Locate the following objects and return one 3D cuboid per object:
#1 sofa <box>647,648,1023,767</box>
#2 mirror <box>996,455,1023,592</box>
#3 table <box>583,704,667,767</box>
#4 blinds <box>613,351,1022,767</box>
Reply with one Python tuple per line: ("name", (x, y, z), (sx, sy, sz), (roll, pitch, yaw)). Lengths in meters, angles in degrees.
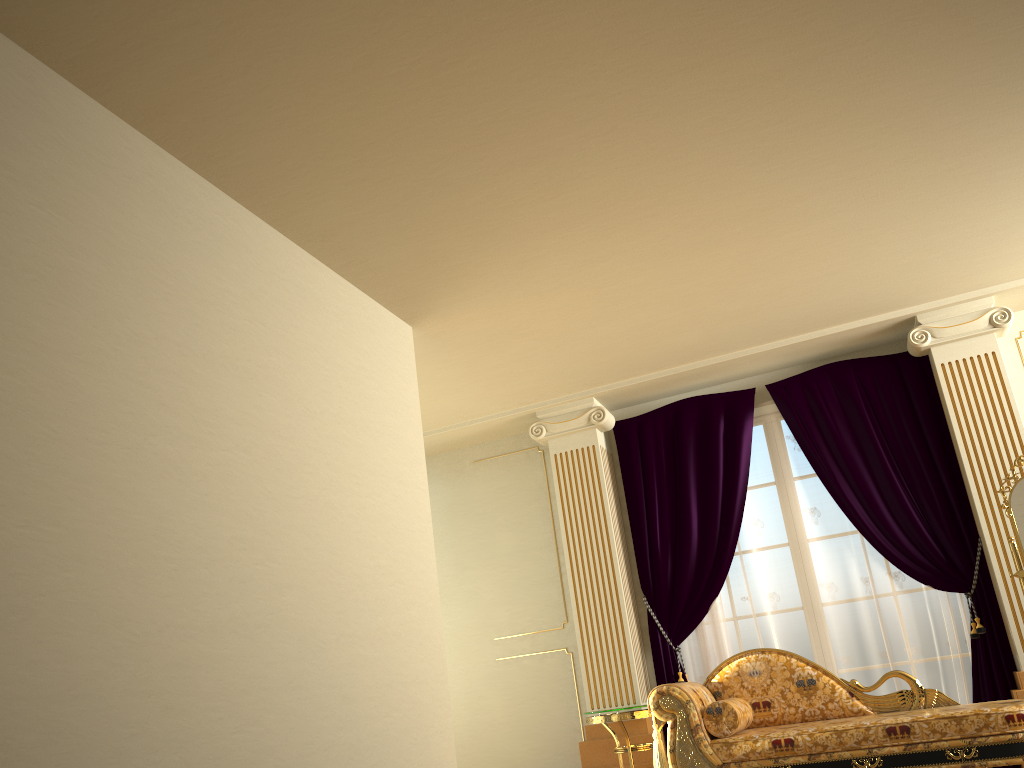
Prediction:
("sofa", (1.706, 1.764, 4.626), (1.903, 0.854, 0.704), (-15, -20, 19))
("mirror", (2.944, 1.152, 4.593), (0.546, 1.666, 0.245), (-18, -20, 29))
("table", (0.762, 2.283, 5.351), (0.571, 0.630, 0.583), (1, -20, -24))
("blinds", (1.895, 1.233, 5.771), (2.247, 2.600, 0.344), (-15, -18, 20))
